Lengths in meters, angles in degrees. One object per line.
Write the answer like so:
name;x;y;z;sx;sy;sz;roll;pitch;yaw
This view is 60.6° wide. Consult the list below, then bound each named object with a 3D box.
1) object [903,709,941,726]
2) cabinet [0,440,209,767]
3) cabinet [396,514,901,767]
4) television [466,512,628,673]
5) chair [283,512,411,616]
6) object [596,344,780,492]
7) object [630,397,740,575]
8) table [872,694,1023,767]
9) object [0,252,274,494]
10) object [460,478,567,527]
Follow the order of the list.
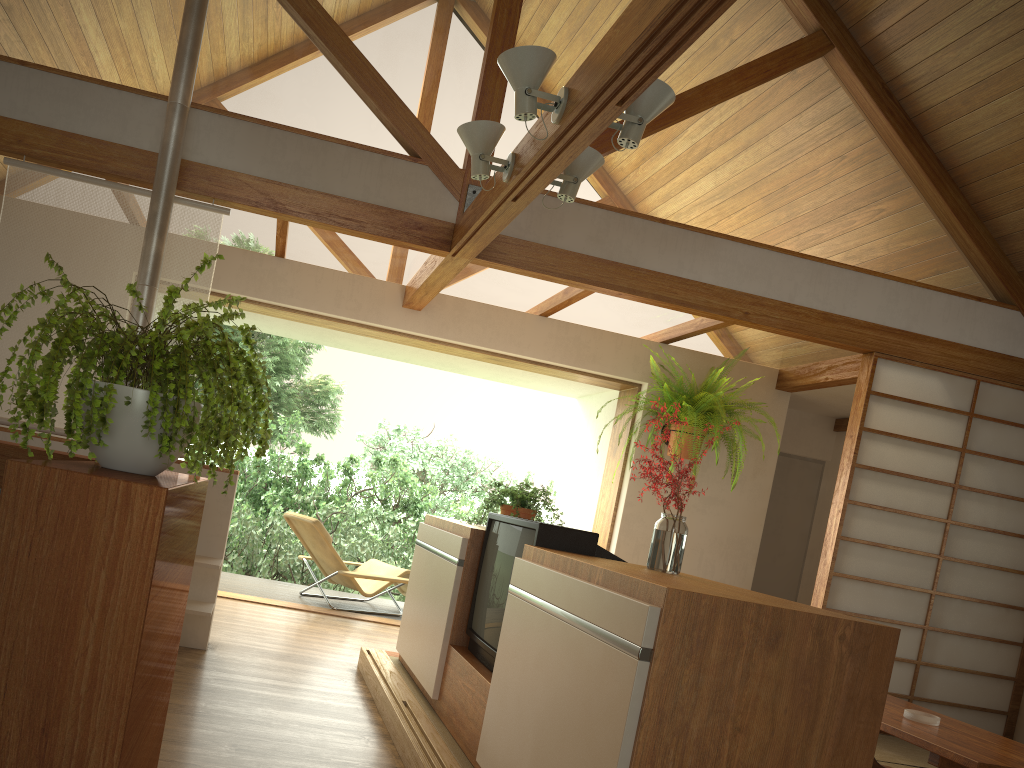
object;1.554;1.264;3.320;0.113;0.030;0.126;16;-10;-38
cabinet;-1.961;0.328;1.340;2.732;0.883;0.857;12;-3;-9
cabinet;0.109;0.943;3.108;0.545;0.734;2.725;11;-7;-14
television;0.172;0.777;3.106;0.481;0.539;0.657;11;-4;-13
chair;-1.138;1.379;6.637;1.178;0.627;0.844;15;-6;-36
object;1.266;0.269;5.910;1.238;1.130;1.091;12;-3;-18
object;0.454;0.291;2.510;0.235;0.501;0.227;11;0;-5
table;1.529;1.451;3.350;0.588;0.335;1.237;12;-8;-13
object;-0.594;-0.015;1.429;0.463;0.351;0.487;10;-5;13
object;-0.008;0.619;4.128;0.522;0.376;0.547;7;-6;39
